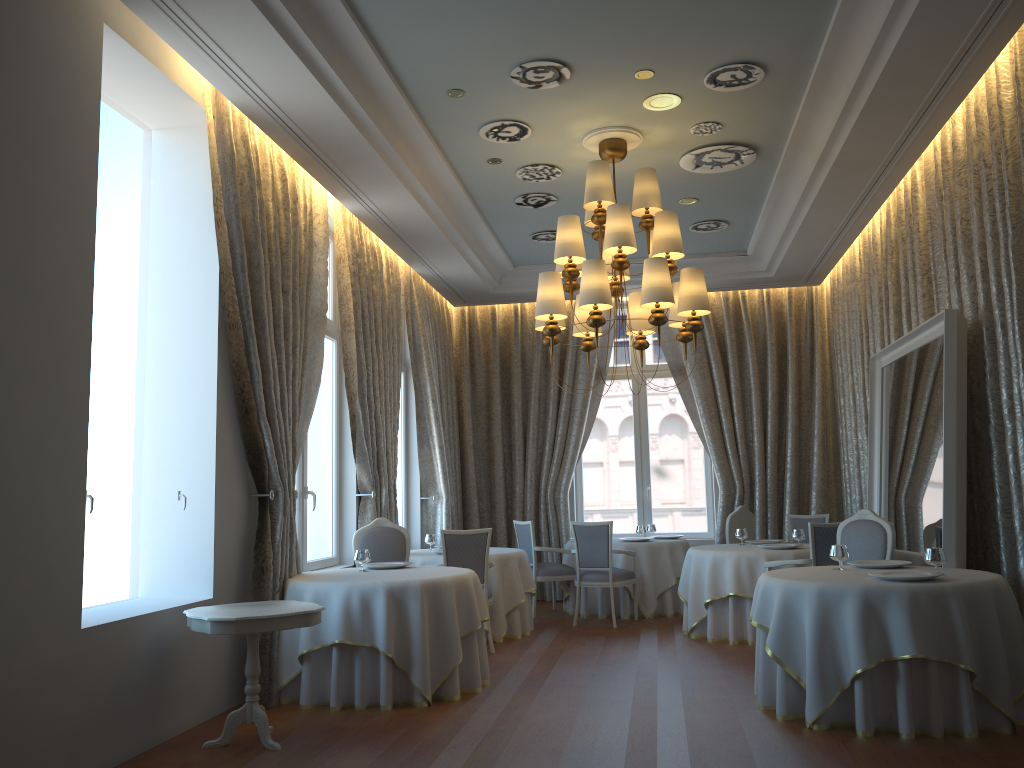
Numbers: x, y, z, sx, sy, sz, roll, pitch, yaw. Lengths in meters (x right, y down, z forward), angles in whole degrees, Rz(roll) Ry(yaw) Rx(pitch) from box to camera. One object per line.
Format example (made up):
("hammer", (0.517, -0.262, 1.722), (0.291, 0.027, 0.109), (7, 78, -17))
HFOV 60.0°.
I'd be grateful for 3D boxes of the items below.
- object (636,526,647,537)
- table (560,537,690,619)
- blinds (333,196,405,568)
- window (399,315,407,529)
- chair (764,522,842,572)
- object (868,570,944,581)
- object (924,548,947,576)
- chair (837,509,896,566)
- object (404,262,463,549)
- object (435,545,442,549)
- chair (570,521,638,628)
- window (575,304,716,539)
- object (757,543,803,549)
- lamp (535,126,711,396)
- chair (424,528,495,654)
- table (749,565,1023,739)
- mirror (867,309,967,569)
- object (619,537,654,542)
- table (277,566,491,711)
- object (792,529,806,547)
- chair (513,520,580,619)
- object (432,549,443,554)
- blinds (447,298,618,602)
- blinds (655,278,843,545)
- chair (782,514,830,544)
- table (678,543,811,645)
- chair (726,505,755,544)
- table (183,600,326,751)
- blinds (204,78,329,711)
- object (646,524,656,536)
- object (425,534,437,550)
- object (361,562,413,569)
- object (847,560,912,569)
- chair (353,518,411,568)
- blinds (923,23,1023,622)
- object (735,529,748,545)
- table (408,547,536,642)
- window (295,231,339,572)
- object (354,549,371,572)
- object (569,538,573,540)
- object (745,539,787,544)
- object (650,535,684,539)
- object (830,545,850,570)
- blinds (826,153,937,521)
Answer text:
("object", (1.561, 1.797, 10.715), (0.128, 0.165, 0.128), (-3, -7, 9))
("table", (1.426, 2.341, 10.787), (1.667, 0.890, 1.663), (-5, -8, 28))
("blinds", (-1.353, 0.189, 9.128), (0.335, 4.969, 2.257), (-3, -7, 9))
("window", (-1.488, 0.310, 10.312), (0.196, 3.306, 1.881), (-3, -7, 9))
("chair", (2.654, 1.766, 7.807), (0.650, 1.108, 0.629), (1, -8, -21))
("object", (2.367, 1.153, 5.328), (0.419, 0.036, 0.419), (-2, -7, 8))
("object", (2.642, 1.107, 5.528), (0.128, 0.165, 0.128), (-3, -7, 9))
("chair", (2.486, 1.565, 6.646), (0.690, 1.233, 0.563), (3, -8, -31))
("object", (-0.941, 0.498, 11.256), (0.386, 4.901, 2.121), (-3, -7, 9))
("object", (-0.647, 1.797, 9.801), (0.419, 0.036, 0.419), (-2, -7, 8))
("chair", (0.979, 2.049, 9.702), (0.650, 1.108, 0.629), (-5, -8, 24))
("window", (1.782, 0.487, 12.304), (1.881, 3.306, 0.196), (-3, -7, 9))
("object", (2.554, 1.547, 8.446), (0.419, 0.036, 0.419), (-2, -7, 8))
("lamp", (0.860, -0.996, 7.236), (1.373, 2.121, 1.373), (6, -10, -43))
("chair", (-0.482, 1.894, 8.219), (0.650, 1.108, 0.629), (1, -8, -16))
("table", (2.394, 1.670, 5.718), (1.663, 0.890, 1.667), (-1, -7, -2))
("mirror", (3.223, 0.882, 7.178), (0.385, 2.564, 2.251), (-3, -7, 9))
("object", (1.459, 1.823, 10.399), (0.419, 0.036, 0.419), (-2, -7, 8))
("table", (-0.996, 1.876, 6.699), (1.663, 0.890, 1.667), (-1, -7, -2))
("object", (2.804, 1.506, 8.673), (0.128, 0.165, 0.128), (-3, -7, 9))
("chair", (0.399, 2.169, 10.533), (0.629, 1.108, 0.650), (2, -8, -26))
("object", (-0.591, 1.677, 8.877), (0.419, 0.036, 0.419), (-2, -7, 8))
("blinds", (0.255, 0.535, 12.128), (2.535, 4.901, 0.386), (-3, -7, 9))
("blinds", (3.092, 0.410, 11.676), (2.476, 4.901, 0.386), (-3, -7, 9))
("chair", (3.275, 2.016, 9.874), (0.650, 1.108, 0.629), (-5, -8, 29))
("table", (2.510, 2.059, 8.780), (1.663, 0.890, 1.667), (-4, -8, 23))
("chair", (2.407, 2.020, 10.190), (0.563, 1.233, 0.690), (5, -10, -40))
("table", (-1.519, 1.730, 5.212), (0.761, 0.801, 0.760), (5, -10, -41))
("blinds", (-1.768, -0.110, 6.722), (0.315, 4.930, 2.204), (-3, -7, 9))
("object", (1.746, 1.843, 11.114), (0.128, 0.165, 0.128), (-3, -7, 9))
("object", (-0.879, 1.713, 9.604), (0.128, 0.165, 0.128), (-3, -7, 9))
("object", (-1.010, 1.469, 7.169), (0.419, 0.036, 0.419), (-2, -7, 8))
("object", (2.556, 1.256, 6.173), (0.419, 0.036, 0.419), (-2, -7, 8))
("chair", (-1.070, 1.766, 7.552), (0.563, 1.233, 0.690), (1, -8, -16))
("blinds", (3.163, -0.446, 5.138), (0.238, 4.819, 4.439), (-3, -7, 9))
("object", (2.367, 1.575, 9.133), (0.128, 0.165, 0.128), (-3, -7, 9))
("table", (-0.568, 2.196, 9.283), (1.667, 0.890, 1.663), (-2, -7, 3))
("window", (-1.838, 0.016, 7.956), (0.259, 3.306, 1.882), (-2, -7, 9))
("object", (-1.161, 1.372, 6.887), (0.128, 0.165, 0.128), (0, -7, -9))
("object", (0.904, 1.885, 10.780), (0.419, 0.036, 0.419), (-2, -7, 8))
("object", (2.647, 1.649, 9.255), (0.419, 0.036, 0.419), (-2, -7, 8))
("object", (1.891, 1.866, 10.811), (0.419, 0.036, 0.419), (-2, -7, 8))
("object", (2.240, 1.185, 6.061), (0.128, 0.165, 0.128), (-7, -9, 39))
("blinds", (3.860, 0.085, 9.421), (0.238, 4.819, 4.439), (-3, -7, 9))
